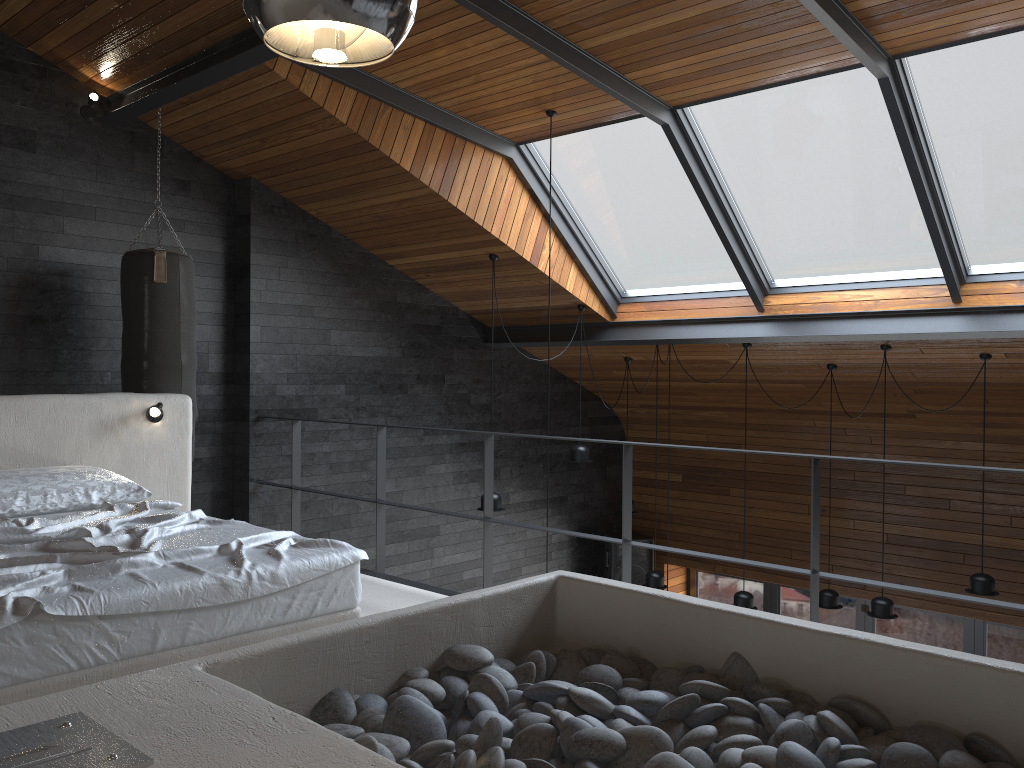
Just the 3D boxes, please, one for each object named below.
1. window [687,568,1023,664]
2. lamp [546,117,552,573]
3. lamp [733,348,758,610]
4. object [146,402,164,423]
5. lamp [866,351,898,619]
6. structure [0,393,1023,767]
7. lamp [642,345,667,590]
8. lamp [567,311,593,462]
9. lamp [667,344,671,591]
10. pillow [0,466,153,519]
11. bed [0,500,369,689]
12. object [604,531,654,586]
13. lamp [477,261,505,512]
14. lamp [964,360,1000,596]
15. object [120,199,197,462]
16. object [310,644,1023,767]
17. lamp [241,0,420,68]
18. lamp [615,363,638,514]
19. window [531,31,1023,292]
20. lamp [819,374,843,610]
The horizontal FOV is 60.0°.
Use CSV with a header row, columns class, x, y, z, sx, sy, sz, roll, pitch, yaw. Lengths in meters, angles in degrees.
class,x,y,z,sx,sy,sz,roll,pitch,yaw
window,4.072,2.669,7.818,5.936,1.522,0.101,1,1,43
lamp,0.237,-0.122,5.711,0.210,3.209,0.210,0,1,-25
lamp,1.816,0.729,6.907,0.210,2.034,0.210,0,1,-10
object,-1.785,0.144,4.421,0.085,0.106,0.165,0,1,-19
lamp,2.630,0.682,6.270,0.210,1.911,0.210,0,1,-10
structure,-1.050,0.634,2.297,4.614,1.120,2.634,1,1,43
lamp,1.182,0.645,7.270,0.210,2.036,0.210,0,1,-10
lamp,0.545,0.011,7.060,0.210,1.206,0.210,0,1,-10
lamp,1.237,0.720,7.002,0.210,2.273,0.210,0,1,-10
pillow,-2.065,0.455,3.814,0.509,0.173,0.842,1,1,43
bed,-1.818,0.728,3.010,2.011,0.485,1.826,1,1,43
object,1.107,2.726,9.230,0.639,2.298,0.686,0,1,-9
lamp,-0.147,0.005,6.574,0.210,1.854,0.210,0,1,-10
lamp,3.178,0.624,5.977,0.210,1.565,0.210,0,1,-10
object,-2.150,-0.323,5.408,0.442,1.603,0.445,0,1,-20
object,0.312,0.820,1.795,1.842,0.246,1.435,1,1,43
lamp,-0.140,-1.151,0.713,0.146,1.771,0.146,0,1,-22
lamp,1.036,0.472,7.978,0.210,1.369,0.210,0,1,-10
window,1.919,-1.237,5.523,3.818,1.031,1.213,1,1,43
lamp,2.465,0.720,6.867,0.210,2.003,0.210,0,1,-10
